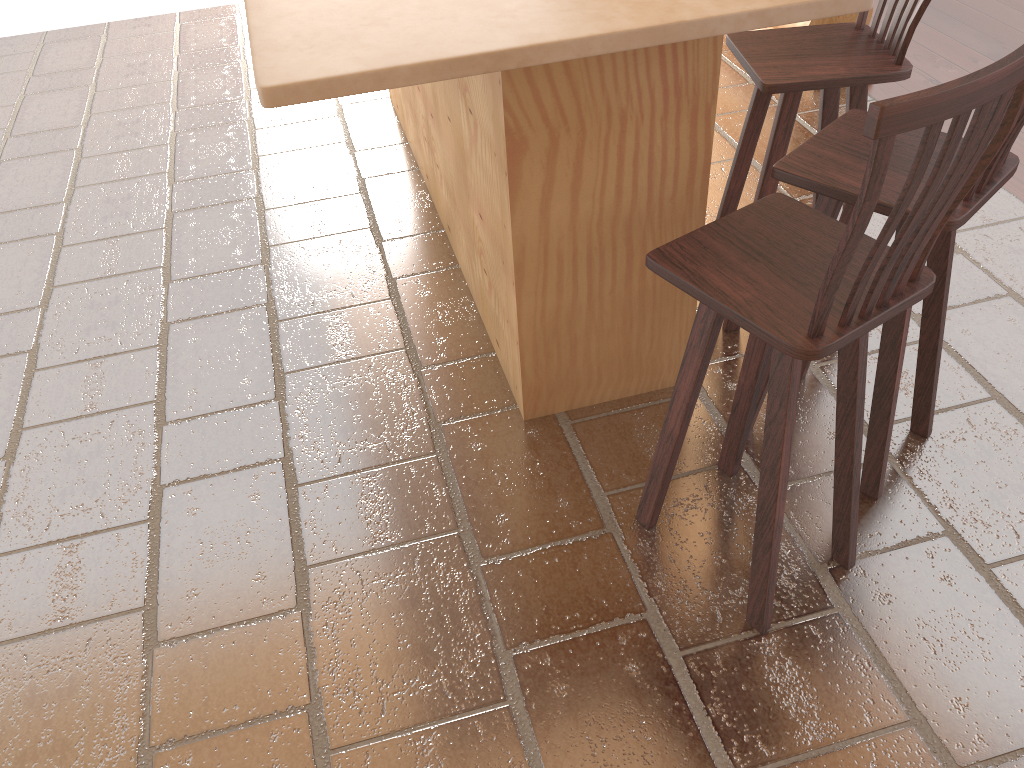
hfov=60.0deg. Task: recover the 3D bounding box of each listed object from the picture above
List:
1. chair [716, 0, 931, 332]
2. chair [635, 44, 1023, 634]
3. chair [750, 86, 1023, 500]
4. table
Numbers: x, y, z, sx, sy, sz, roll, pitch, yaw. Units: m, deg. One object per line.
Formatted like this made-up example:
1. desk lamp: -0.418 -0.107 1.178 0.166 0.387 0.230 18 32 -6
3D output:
1. chair: 0.905 -0.804 2.651 0.504 1.319 0.406 -6 41 -2
2. chair: 0.573 -0.075 1.849 0.406 1.319 0.504 -27 46 -24
3. chair: 0.910 -0.352 2.135 0.504 1.319 0.406 30 52 33
4. table: -0.250 -1.168 3.213 1.196 1.257 3.220 -13 42 -9
